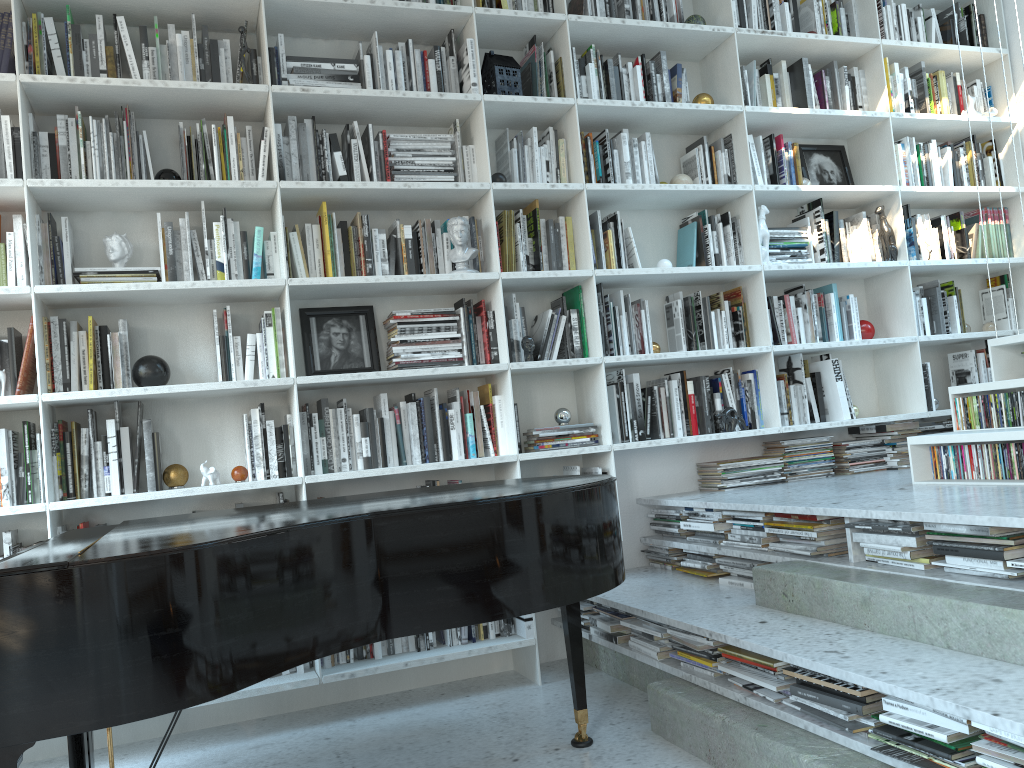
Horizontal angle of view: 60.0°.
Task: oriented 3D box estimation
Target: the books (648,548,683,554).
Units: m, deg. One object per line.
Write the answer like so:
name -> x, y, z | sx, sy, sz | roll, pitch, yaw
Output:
books -> 0.718, 0.730, 3.933 | 0.159, 0.009, 0.210 | -5, -4, -16

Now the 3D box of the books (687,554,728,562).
books -> 0.834, 0.705, 3.644 | 0.137, 0.018, 0.200 | -4, -4, -24

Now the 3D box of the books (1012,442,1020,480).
books -> 1.780, 0.260, 3.054 | 0.125, 0.125, 0.010 | -4, -3, -20

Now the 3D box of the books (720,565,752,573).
books -> 0.928, 0.690, 3.348 | 0.156, 0.017, 0.263 | -4, -4, -24

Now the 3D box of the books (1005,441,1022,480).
books -> 1.770, 0.263, 3.083 | 0.125, 0.125, 0.008 | -4, -3, -20

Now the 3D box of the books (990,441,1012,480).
books -> 1.749, 0.269, 3.141 | 0.125, 0.125, 0.008 | -4, -3, -20

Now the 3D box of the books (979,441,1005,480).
books -> 1.734, 0.274, 3.184 | 0.125, 0.125, 0.008 | -4, -3, -20

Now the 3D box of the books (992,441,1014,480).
books -> 1.752, 0.269, 3.133 | 0.125, 0.125, 0.008 | -4, -3, -20

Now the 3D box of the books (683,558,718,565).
books -> 0.830, 0.719, 3.641 | 0.159, 0.009, 0.228 | -4, -4, -19

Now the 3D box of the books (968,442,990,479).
books -> 1.718, 0.279, 3.229 | 0.125, 0.125, 0.008 | -4, -3, -20

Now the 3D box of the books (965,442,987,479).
books -> 1.713, 0.280, 3.242 | 0.125, 0.125, 0.007 | -4, -3, -20

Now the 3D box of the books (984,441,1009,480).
books -> 1.741, 0.272, 3.163 | 0.125, 0.125, 0.007 | -4, -3, -20

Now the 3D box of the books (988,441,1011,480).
books -> 1.747, 0.270, 3.147 | 0.125, 0.125, 0.008 | -4, -3, -20

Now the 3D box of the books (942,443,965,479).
books -> 1.679, 0.290, 3.338 | 0.125, 0.125, 0.008 | -4, -3, -20

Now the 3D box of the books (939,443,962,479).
books -> 1.674, 0.291, 3.352 | 0.125, 0.125, 0.007 | -4, -3, -20

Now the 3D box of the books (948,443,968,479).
books -> 1.687, 0.287, 3.314 | 0.125, 0.125, 0.009 | -4, -3, -20

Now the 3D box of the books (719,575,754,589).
books -> 0.918, 0.740, 3.340 | 0.188, 0.028, 0.202 | -4, -4, -25

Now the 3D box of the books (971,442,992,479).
books -> 1.723, 0.277, 3.214 | 0.125, 0.125, 0.008 | -4, -3, -20

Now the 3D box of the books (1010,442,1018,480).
books -> 1.777, 0.261, 3.061 | 0.125, 0.125, 0.007 | -4, -3, -20

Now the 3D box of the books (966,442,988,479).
books -> 1.715, 0.279, 3.235 | 0.125, 0.125, 0.008 | -4, -3, -20

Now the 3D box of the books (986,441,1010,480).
books -> 1.744, 0.271, 3.155 | 0.125, 0.125, 0.008 | -4, -3, -20

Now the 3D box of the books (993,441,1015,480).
books -> 1.754, 0.268, 3.126 | 0.125, 0.125, 0.009 | -4, -3, -20

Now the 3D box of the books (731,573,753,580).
books -> 0.941, 0.717, 3.351 | 0.138, 0.014, 0.215 | -5, -4, -16

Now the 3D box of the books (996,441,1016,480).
books -> 1.757, 0.267, 3.118 | 0.125, 0.125, 0.008 | -4, -3, -20

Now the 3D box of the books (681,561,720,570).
books -> 0.818, 0.732, 3.636 | 0.180, 0.017, 0.183 | -4, -4, -23

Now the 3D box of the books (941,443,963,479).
books -> 1.676, 0.291, 3.345 | 0.125, 0.125, 0.008 | -4, -3, -20

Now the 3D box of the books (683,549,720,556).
books -> 0.829, 0.680, 3.644 | 0.149, 0.014, 0.228 | -4, -4, -22

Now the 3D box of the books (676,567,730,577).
books -> 0.816, 0.759, 3.633 | 0.186, 0.009, 0.261 | -4, -4, -17

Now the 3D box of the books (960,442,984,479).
books -> 1.705, 0.282, 3.263 | 0.125, 0.125, 0.008 | -4, -3, -20

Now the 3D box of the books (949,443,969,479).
books -> 1.690, 0.287, 3.307 | 0.125, 0.125, 0.009 | -4, -3, -20

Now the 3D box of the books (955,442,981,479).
books -> 1.697, 0.284, 3.286 | 0.125, 0.125, 0.008 | -4, -3, -20

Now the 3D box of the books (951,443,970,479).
books -> 1.693, 0.286, 3.299 | 0.125, 0.125, 0.007 | -4, -3, -20

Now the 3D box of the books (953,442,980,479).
books -> 1.695, 0.285, 3.292 | 0.125, 0.125, 0.008 | -4, -3, -20

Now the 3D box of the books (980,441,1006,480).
books -> 1.736, 0.273, 3.177 | 0.125, 0.125, 0.009 | -4, -3, -20

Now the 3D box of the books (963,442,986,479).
books -> 1.710, 0.281, 3.249 | 0.125, 0.125, 0.007 | -4, -3, -20

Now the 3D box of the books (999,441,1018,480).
books -> 1.762, 0.266, 3.104 | 0.125, 0.125, 0.008 | -4, -3, -20

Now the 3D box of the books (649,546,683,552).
books -> 0.719, 0.718, 3.934 | 0.152, 0.015, 0.208 | -5, -4, -15

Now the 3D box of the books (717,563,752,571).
books -> 0.923, 0.677, 3.348 | 0.178, 0.009, 0.277 | -4, -4, -19

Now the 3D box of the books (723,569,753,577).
books -> 0.934, 0.704, 3.349 | 0.161, 0.012, 0.254 | -4, -4, -19

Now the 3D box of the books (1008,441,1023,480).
books -> 1.775, 0.262, 3.069 | 0.125, 0.125, 0.007 | -4, -3, -20

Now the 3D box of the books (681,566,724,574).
books -> 0.832, 0.746, 3.640 | 0.160, 0.014, 0.268 | -4, -4, -21

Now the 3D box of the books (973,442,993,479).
books -> 1.726, 0.276, 3.206 | 0.125, 0.125, 0.009 | -4, -3, -20

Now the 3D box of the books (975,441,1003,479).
books -> 1.729, 0.275, 3.198 | 0.125, 0.125, 0.007 | -4, -3, -20

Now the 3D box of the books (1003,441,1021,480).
books -> 1.767, 0.264, 3.090 | 0.125, 0.125, 0.007 | -4, -3, -20

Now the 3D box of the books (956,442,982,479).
books -> 1.700, 0.284, 3.278 | 0.125, 0.125, 0.008 | -4, -3, -20

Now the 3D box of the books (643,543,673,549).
books -> 0.712, 0.707, 3.933 | 0.174, 0.009, 0.240 | -4, -4, -18

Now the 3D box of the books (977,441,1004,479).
books -> 1.731, 0.275, 3.192 | 0.125, 0.125, 0.007 | -4, -3, -20

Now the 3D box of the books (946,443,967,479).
books -> 1.684, 0.288, 3.322 | 0.125, 0.125, 0.007 | -4, -3, -20

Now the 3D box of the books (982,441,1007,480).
books -> 1.739, 0.272, 3.170 | 0.125, 0.125, 0.008 | -4, -3, -20

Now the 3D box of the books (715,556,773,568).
books -> 0.916, 0.665, 3.347 | 0.181, 0.017, 0.250 | -4, -4, -23

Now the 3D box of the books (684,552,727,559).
books -> 0.828, 0.692, 3.643 | 0.144, 0.009, 0.250 | -5, -4, -16

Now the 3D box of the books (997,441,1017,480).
books -> 1.760, 0.266, 3.111 | 0.125, 0.125, 0.007 | -4, -3, -20

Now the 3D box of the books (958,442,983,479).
books -> 1.703, 0.283, 3.271 | 0.125, 0.125, 0.008 | -4, -3, -20

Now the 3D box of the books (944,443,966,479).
books -> 1.681, 0.289, 3.330 | 0.125, 0.125, 0.010 | -4, -3, -20

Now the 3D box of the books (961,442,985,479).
books -> 1.708, 0.281, 3.256 | 0.125, 0.125, 0.007 | -4, -3, -20

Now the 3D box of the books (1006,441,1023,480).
books -> 1.772, 0.263, 3.076 | 0.125, 0.125, 0.007 | -4, -3, -20

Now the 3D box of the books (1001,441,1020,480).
books -> 1.765, 0.265, 3.097 | 0.125, 0.125, 0.009 | -4, -3, -20

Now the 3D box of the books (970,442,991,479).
books -> 1.720, 0.278, 3.221 | 0.125, 0.125, 0.007 | -4, -3, -20
